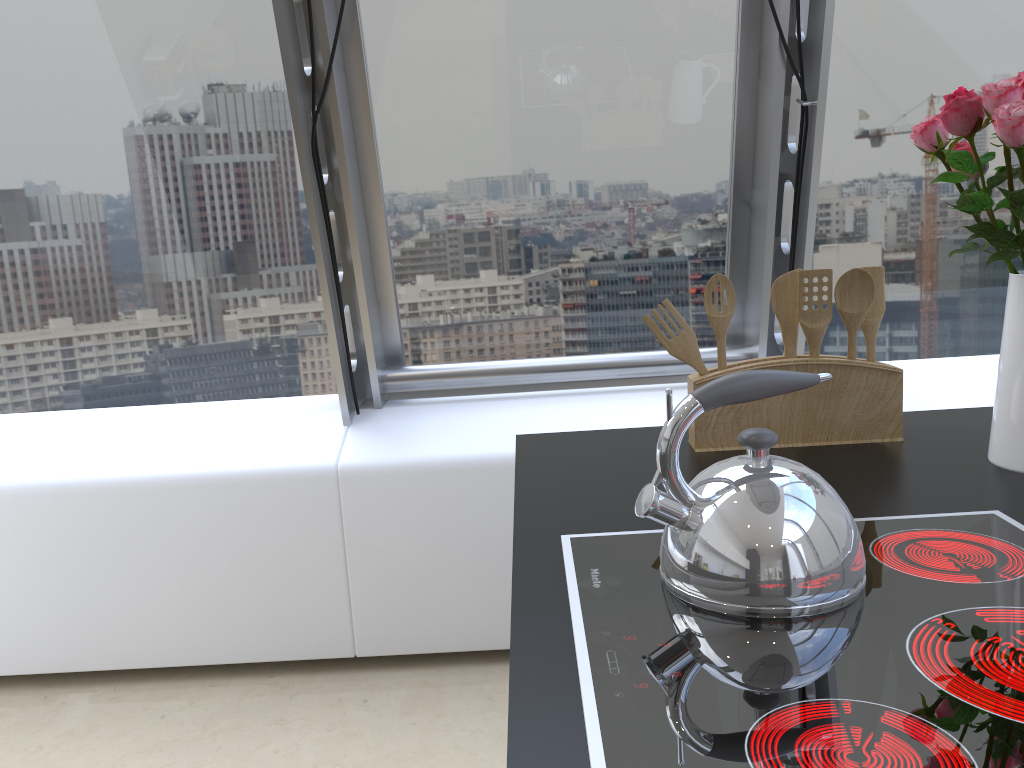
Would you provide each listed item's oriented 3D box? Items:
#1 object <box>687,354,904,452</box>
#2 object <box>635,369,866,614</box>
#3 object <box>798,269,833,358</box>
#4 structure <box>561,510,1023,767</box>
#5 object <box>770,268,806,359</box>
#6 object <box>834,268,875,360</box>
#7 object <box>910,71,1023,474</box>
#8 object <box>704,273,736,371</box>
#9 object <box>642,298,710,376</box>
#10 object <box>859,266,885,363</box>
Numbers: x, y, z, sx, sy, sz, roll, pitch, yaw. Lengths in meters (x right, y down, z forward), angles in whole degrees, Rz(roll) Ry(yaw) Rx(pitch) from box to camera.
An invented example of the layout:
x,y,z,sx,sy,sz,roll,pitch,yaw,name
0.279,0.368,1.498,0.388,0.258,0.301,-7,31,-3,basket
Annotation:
x,y,z,sx,sy,sz,roll,pitch,yaw,name
0.489,0.031,1.544,0.353,0.157,0.084,-3,10,2,object
0.270,0.097,0.972,0.221,0.230,0.221,3,12,32,object
0.519,-0.047,1.520,0.057,0.299,0.019,-3,10,2,object
0.342,0.254,0.832,0.562,0.041,0.640,-3,10,1,structure
0.485,-0.048,1.541,0.061,0.299,0.040,-4,10,0,object
0.582,-0.050,1.520,0.068,0.298,0.039,-3,10,2,object
0.790,-0.174,1.284,0.350,0.596,0.327,-2,10,8,object
0.366,-0.042,1.546,0.055,0.299,0.027,-3,10,2,object
0.330,-0.022,1.548,0.199,0.259,0.016,-1,10,13,object
0.620,-0.055,1.536,0.057,0.294,0.030,-3,10,2,object
